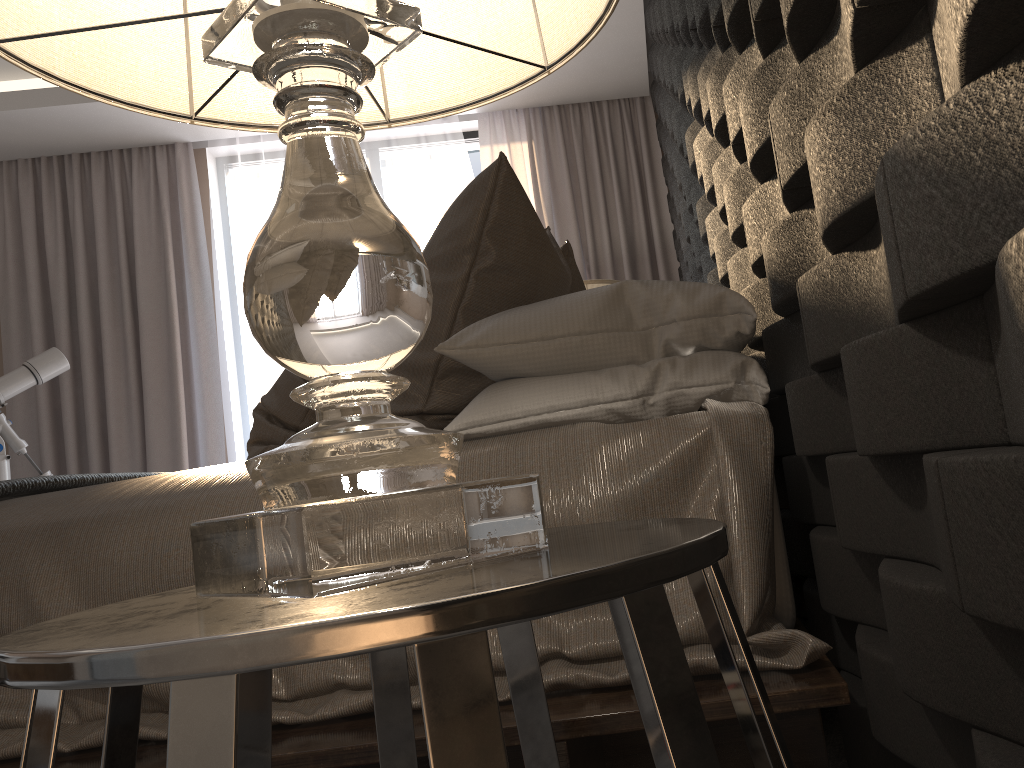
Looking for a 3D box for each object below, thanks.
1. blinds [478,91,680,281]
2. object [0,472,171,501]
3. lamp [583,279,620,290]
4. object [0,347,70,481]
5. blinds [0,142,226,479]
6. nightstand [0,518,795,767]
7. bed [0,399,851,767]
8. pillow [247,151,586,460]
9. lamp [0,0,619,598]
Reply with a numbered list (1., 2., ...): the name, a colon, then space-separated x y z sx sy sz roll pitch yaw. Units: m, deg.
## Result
1. blinds: 0.440 -0.374 4.576 1.011 2.639 0.337 -7 -6 -5
2. object: -1.035 0.412 2.143 0.612 0.322 2.074 -9 -6 9
3. lamp: 0.293 -0.061 3.542 0.441 0.630 0.491 -13 -8 39
4. object: -2.209 0.533 3.674 0.621 1.405 0.593 -7 -6 -1
5. blinds: -2.013 -0.047 4.305 1.060 2.640 0.355 -7 -6 -4
6. nightstand: -0.045 0.357 0.572 0.655 0.472 0.587 -2 -8 -44
7. bed: -0.567 0.521 2.096 2.272 0.624 2.316 -9 -6 7
8. pillow: -0.248 -0.082 2.168 0.888 0.518 1.275 -9 -6 9
9. lamp: -0.134 -0.184 0.621 0.489 0.630 0.443 -4 -7 -31
